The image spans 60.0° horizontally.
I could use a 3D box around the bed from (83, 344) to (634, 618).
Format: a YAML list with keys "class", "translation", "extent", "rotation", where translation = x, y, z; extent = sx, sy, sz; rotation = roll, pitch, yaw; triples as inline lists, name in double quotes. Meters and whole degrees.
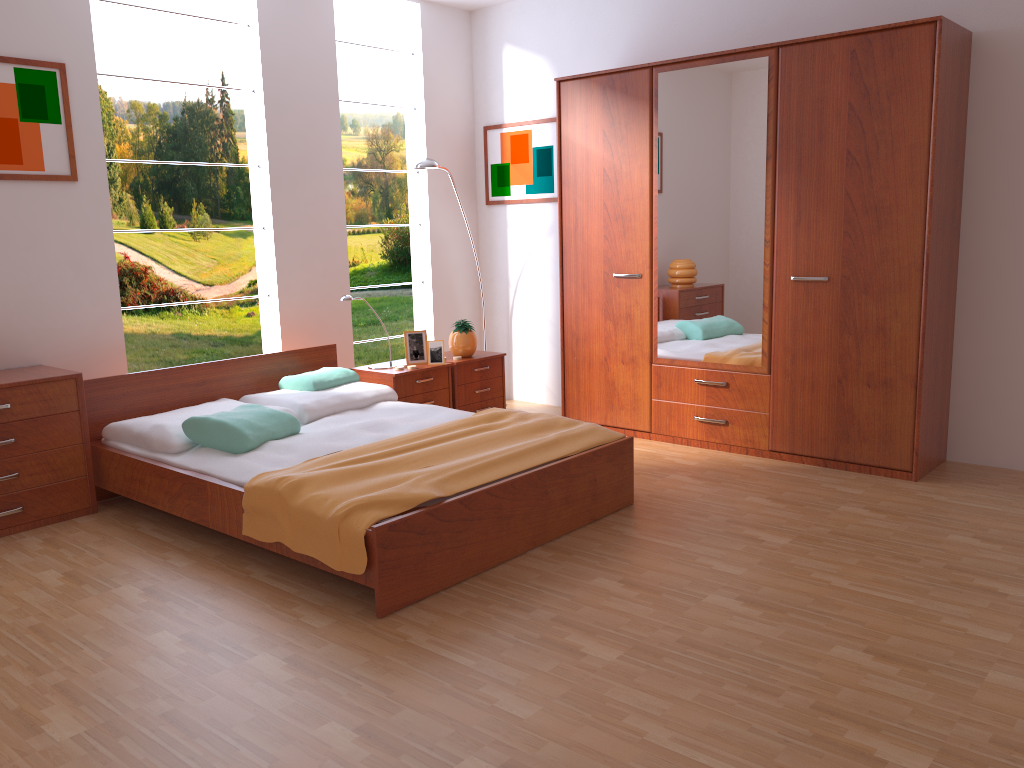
- class: "bed"
  translation: [-0.656, 0.238, 3.915]
  extent: [1.990, 0.560, 1.632]
  rotation: [7, 13, 40]

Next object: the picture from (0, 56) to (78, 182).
- class: "picture"
  translation: [-2.215, -1.136, 3.789]
  extent: [0.030, 0.517, 0.645]
  rotation: [7, 13, 40]

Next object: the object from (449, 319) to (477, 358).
- class: "object"
  translation: [-0.292, -0.271, 5.271]
  extent: [0.170, 0.223, 0.169]
  rotation: [2, 11, 20]

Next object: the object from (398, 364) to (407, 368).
- class: "object"
  translation: [-0.608, -0.099, 4.937]
  extent: [0.049, 0.018, 0.049]
  rotation: [4, 11, 27]

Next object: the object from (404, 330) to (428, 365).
- class: "object"
  translation: [-0.541, -0.206, 5.023]
  extent: [0.131, 0.191, 0.037]
  rotation: [-5, 11, -19]

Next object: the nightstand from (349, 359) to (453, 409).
- class: "nightstand"
  translation: [-0.616, 0.115, 5.030]
  extent: [0.377, 0.442, 0.439]
  rotation: [7, 13, 40]

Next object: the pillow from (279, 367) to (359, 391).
- class: "pillow"
  translation: [-1.004, -0.014, 4.618]
  extent: [0.276, 0.116, 0.322]
  rotation: [6, 13, 37]

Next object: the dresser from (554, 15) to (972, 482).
- class: "dresser"
  translation: [1.179, -0.658, 4.641]
  extent: [2.017, 2.004, 0.487]
  rotation: [7, 13, 40]

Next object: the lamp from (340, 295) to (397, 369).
- class: "lamp"
  translation: [-0.772, -0.287, 4.854]
  extent: [0.163, 0.421, 0.337]
  rotation: [4, 11, 28]

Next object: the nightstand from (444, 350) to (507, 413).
- class: "nightstand"
  translation: [-0.313, 0.045, 5.375]
  extent: [0.377, 0.442, 0.439]
  rotation: [7, 13, 40]

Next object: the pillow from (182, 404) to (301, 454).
- class: "pillow"
  translation: [-1.149, 0.185, 3.793]
  extent: [0.334, 0.164, 0.425]
  rotation: [2, 11, 17]

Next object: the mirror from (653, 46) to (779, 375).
- class: "mirror"
  translation: [1.004, -0.839, 4.481]
  extent: [0.681, 1.556, 0.037]
  rotation: [7, 13, 40]

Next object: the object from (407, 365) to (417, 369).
- class: "object"
  translation: [-0.550, -0.090, 4.878]
  extent: [0.049, 0.018, 0.049]
  rotation: [4, 11, 27]

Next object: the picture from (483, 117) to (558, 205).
- class: "picture"
  translation: [0.068, -1.440, 5.779]
  extent: [0.645, 0.517, 0.030]
  rotation: [7, 13, 40]

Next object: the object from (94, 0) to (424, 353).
- class: "object"
  translation: [-1.261, -1.072, 5.054]
  extent: [0.033, 1.815, 2.205]
  rotation: [7, 13, 40]

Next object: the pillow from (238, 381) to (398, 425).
- class: "pillow"
  translation: [-0.984, 0.089, 4.544]
  extent: [0.574, 0.182, 0.630]
  rotation: [7, 13, 39]

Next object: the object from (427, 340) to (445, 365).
- class: "object"
  translation: [-0.428, -0.177, 4.996]
  extent: [0.094, 0.137, 0.027]
  rotation: [-2, 10, -4]

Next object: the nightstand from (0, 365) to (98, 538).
- class: "nightstand"
  translation: [-2.229, 0.302, 3.644]
  extent: [0.428, 0.626, 0.815]
  rotation: [7, 13, 40]

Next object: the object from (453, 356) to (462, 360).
- class: "object"
  translation: [-0.319, -0.150, 5.181]
  extent: [0.049, 0.018, 0.049]
  rotation: [4, 11, 27]

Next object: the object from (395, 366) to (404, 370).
- class: "object"
  translation: [-0.616, -0.085, 4.863]
  extent: [0.049, 0.018, 0.049]
  rotation: [4, 11, 27]

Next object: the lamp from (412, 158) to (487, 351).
- class: "lamp"
  translation: [-0.303, -0.593, 5.627]
  extent: [0.387, 1.603, 0.799]
  rotation: [1, 10, 14]

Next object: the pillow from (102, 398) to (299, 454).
- class: "pillow"
  translation: [-1.412, 0.193, 4.024]
  extent: [0.574, 0.157, 0.682]
  rotation: [5, 12, 34]
